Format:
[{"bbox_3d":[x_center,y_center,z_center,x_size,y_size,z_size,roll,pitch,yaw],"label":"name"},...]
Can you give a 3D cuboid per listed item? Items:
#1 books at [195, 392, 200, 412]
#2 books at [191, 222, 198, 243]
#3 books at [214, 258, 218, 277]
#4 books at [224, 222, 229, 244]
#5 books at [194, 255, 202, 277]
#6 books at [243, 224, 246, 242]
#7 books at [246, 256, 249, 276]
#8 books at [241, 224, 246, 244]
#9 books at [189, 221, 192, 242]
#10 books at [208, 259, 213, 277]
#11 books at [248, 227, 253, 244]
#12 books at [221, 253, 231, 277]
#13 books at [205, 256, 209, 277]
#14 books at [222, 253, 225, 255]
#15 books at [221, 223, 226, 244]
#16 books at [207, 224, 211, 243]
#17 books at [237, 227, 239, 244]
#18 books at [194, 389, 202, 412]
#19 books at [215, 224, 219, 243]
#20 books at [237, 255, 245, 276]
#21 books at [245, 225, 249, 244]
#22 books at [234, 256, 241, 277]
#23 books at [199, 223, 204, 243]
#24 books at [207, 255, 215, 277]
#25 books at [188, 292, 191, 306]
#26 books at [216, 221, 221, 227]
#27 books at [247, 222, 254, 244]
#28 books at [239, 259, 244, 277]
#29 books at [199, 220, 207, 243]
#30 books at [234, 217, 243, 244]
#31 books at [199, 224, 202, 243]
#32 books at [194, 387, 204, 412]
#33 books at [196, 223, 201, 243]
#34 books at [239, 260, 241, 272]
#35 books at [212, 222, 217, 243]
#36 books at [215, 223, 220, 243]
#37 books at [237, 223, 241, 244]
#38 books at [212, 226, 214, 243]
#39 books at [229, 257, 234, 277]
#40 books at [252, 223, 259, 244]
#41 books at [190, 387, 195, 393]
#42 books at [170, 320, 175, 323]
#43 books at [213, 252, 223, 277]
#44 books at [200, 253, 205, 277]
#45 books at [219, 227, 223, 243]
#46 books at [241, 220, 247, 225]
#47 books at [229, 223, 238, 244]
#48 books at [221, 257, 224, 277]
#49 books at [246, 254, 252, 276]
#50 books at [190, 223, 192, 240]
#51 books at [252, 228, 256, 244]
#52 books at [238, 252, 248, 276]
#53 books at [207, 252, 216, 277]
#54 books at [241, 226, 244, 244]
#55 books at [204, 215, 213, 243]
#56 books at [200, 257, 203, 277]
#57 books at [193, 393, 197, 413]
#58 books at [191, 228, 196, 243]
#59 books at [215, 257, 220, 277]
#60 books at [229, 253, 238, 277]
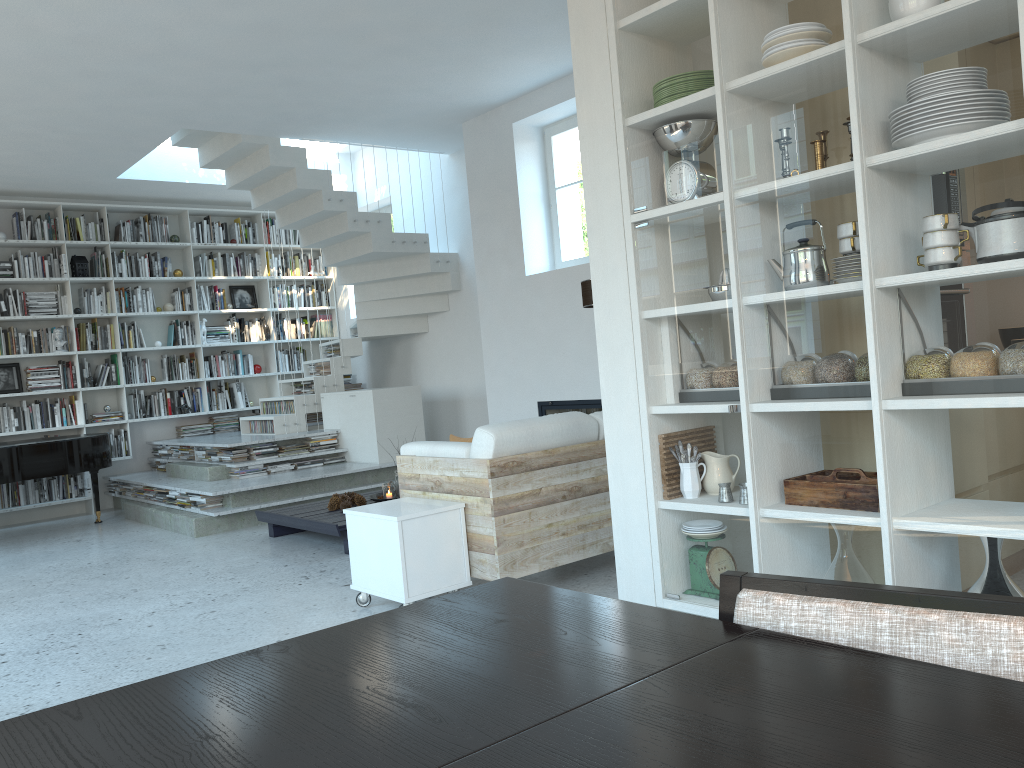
[{"bbox_3d":[-3.490,0.201,9.771,0.025,0.228,0.175,-7,2,-39],"label":"books"},{"bbox_3d":[-3.530,-1.653,9.816,0.025,0.251,0.178,-7,2,-39],"label":"books"},{"bbox_3d":[-3.352,-1.289,9.956,0.030,0.224,0.158,-7,2,-39],"label":"books"},{"bbox_3d":[-3.264,-1.685,10.041,0.030,0.257,0.165,-7,2,-39],"label":"books"},{"bbox_3d":[-3.489,-1.290,9.848,0.012,0.254,0.161,-7,2,-39],"label":"books"},{"bbox_3d":[-3.099,-1.703,10.191,0.017,0.257,0.146,-7,2,-39],"label":"books"},{"bbox_3d":[-3.064,-1.333,10.188,0.011,0.249,0.152,-7,2,-39],"label":"books"},{"bbox_3d":[-3.108,-1.697,10.164,0.031,0.249,0.164,-7,2,-39],"label":"books"},{"bbox_3d":[-3.585,-1.669,9.781,0.028,0.294,0.150,-7,2,-39],"label":"books"},{"bbox_3d":[-3.393,-1.276,9.905,0.025,0.207,0.175,-7,2,-39],"label":"books"},{"bbox_3d":[-3.041,-1.685,10.217,0.029,0.210,0.169,-7,2,-39],"label":"books"},{"bbox_3d":[-3.242,-1.321,9.984,0.032,0.265,0.245,-7,2,-39],"label":"books"},{"bbox_3d":[-3.429,-1.295,9.906,0.026,0.251,0.130,-7,2,-39],"label":"books"},{"bbox_3d":[-3.257,-1.331,10.050,0.012,0.285,0.159,-7,2,-39],"label":"books"},{"bbox_3d":[-3.288,-1.681,10.037,0.012,0.254,0.161,-7,2,-39],"label":"books"},{"bbox_3d":[-3.414,-1.655,9.917,0.030,0.231,0.148,-7,2,-39],"label":"books"},{"bbox_3d":[-3.160,-1.677,10.115,0.008,0.220,0.182,-7,2,-39],"label":"books"},{"bbox_3d":[-3.475,0.184,9.791,0.026,0.258,0.156,-7,2,-39],"label":"books"},{"bbox_3d":[-3.346,-1.665,9.965,0.022,0.236,0.172,-7,2,-39],"label":"books"},{"bbox_3d":[-3.107,-1.336,10.156,0.023,0.264,0.156,-7,2,-39],"label":"books"},{"bbox_3d":[-3.071,-1.694,10.185,0.018,0.235,0.186,-7,2,-39],"label":"books"},{"bbox_3d":[-3.144,-1.319,10.105,0.014,0.240,0.189,-7,2,-39],"label":"books"},{"bbox_3d":[-3.484,-1.658,9.880,0.027,0.249,0.140,-7,2,-39],"label":"books"},{"bbox_3d":[-3.378,-1.305,9.924,0.026,0.261,0.167,-7,2,-39],"label":"books"},{"bbox_3d":[-3.576,-0.895,9.767,0.013,0.221,0.155,-7,2,-39],"label":"books"},{"bbox_3d":[-3.314,-1.691,10.020,0.012,0.279,0.153,-7,2,-39],"label":"books"},{"bbox_3d":[-3.035,-1.721,10.247,0.025,0.279,0.136,-7,2,-39],"label":"books"},{"bbox_3d":[-3.120,-1.311,10.133,0.031,0.217,0.165,-7,2,-39],"label":"books"},{"bbox_3d":[-3.445,-1.676,9.890,0.048,0.278,0.150,-7,2,-39],"label":"books"},{"bbox_3d":[-3.130,-1.731,10.148,0.007,0.321,0.165,-7,2,-39],"label":"books"},{"bbox_3d":[-3.492,-1.647,9.851,0.024,0.231,0.168,-7,2,-39],"label":"books"},{"bbox_3d":[-3.457,0.174,9.807,0.025,0.272,0.171,-7,2,-39],"label":"books"},{"bbox_3d":[-3.507,-1.651,9.828,0.026,0.242,0.184,-7,2,-39],"label":"books"},{"bbox_3d":[-3.143,-1.308,10.127,0.013,0.216,0.177,-7,2,-39],"label":"books"},{"bbox_3d":[-3.360,-1.677,9.953,0.014,0.262,0.168,-7,2,-39],"label":"books"},{"bbox_3d":[-3.336,-1.675,9.986,0.021,0.254,0.151,-7,2,-39],"label":"books"},{"bbox_3d":[-3.149,-1.694,10.131,0.016,0.252,0.189,-7,2,-39],"label":"books"},{"bbox_3d":[-3.388,-1.653,9.955,0.030,0.220,0.133,-7,2,-39],"label":"books"},{"bbox_3d":[-3.207,-1.307,10.048,0.030,0.230,0.187,-7,2,-39],"label":"books"},{"bbox_3d":[-2.980,-1.718,10.270,0.026,0.263,0.163,-7,2,-39],"label":"books"},{"bbox_3d":[-3.526,0.176,9.782,0.012,0.282,0.143,-7,2,-39],"label":"books"},{"bbox_3d":[-3.683,-0.548,9.677,0.016,0.290,0.135,-7,2,-39],"label":"books"},{"bbox_3d":[-3.311,-1.326,9.982,0.026,0.288,0.156,-7,2,-39],"label":"books"},{"bbox_3d":[-3.455,-1.308,9.874,0.051,0.282,0.166,-7,2,-39],"label":"books"},{"bbox_3d":[-3.307,-1.652,9.990,0.023,0.202,0.190,-7,2,-39],"label":"books"},{"bbox_3d":[-3.072,-1.727,10.212,0.020,0.299,0.131,-7,2,-39],"label":"books"},{"bbox_3d":[-3.170,-1.694,10.104,0.019,0.256,0.169,-7,2,-39],"label":"books"},{"bbox_3d":[-3.295,-1.303,10.007,0.025,0.238,0.143,-7,2,-39],"label":"books"},{"bbox_3d":[-3.041,-1.347,10.195,0.036,0.272,0.177,-7,2,-39],"label":"books"},{"bbox_3d":[-3.573,-1.655,9.802,0.014,0.264,0.140,-7,2,-39],"label":"books"},{"bbox_3d":[-3.014,-1.689,10.270,0.031,0.211,0.131,-7,2,-39],"label":"books"},{"bbox_3d":[-3.083,-1.354,10.159,0.022,0.294,0.181,-7,2,-39],"label":"books"},{"bbox_3d":[-3.371,-1.324,9.942,0.011,0.296,0.162,-7,2,-39],"label":"books"},{"bbox_3d":[-3.116,-1.685,10.147,0.007,0.226,0.170,-7,2,-39],"label":"books"},{"bbox_3d":[-3.395,-1.708,9.921,0.014,0.332,0.180,-7,2,-39],"label":"books"},{"bbox_3d":[-3.477,-1.282,9.855,0.013,0.237,0.141,-7,2,-39],"label":"books"},{"bbox_3d":[-3.516,0.207,9.756,0.013,0.220,0.168,-7,2,-39],"label":"books"},{"bbox_3d":[-3.538,-1.617,9.793,0.022,0.182,0.190,-7,2,-39],"label":"books"},{"bbox_3d":[-3.341,-1.297,9.984,0.024,0.236,0.146,-7,2,-39],"label":"books"},{"bbox_3d":[-3.185,-1.337,10.103,0.048,0.283,0.162,-7,2,-39],"label":"books"}]
